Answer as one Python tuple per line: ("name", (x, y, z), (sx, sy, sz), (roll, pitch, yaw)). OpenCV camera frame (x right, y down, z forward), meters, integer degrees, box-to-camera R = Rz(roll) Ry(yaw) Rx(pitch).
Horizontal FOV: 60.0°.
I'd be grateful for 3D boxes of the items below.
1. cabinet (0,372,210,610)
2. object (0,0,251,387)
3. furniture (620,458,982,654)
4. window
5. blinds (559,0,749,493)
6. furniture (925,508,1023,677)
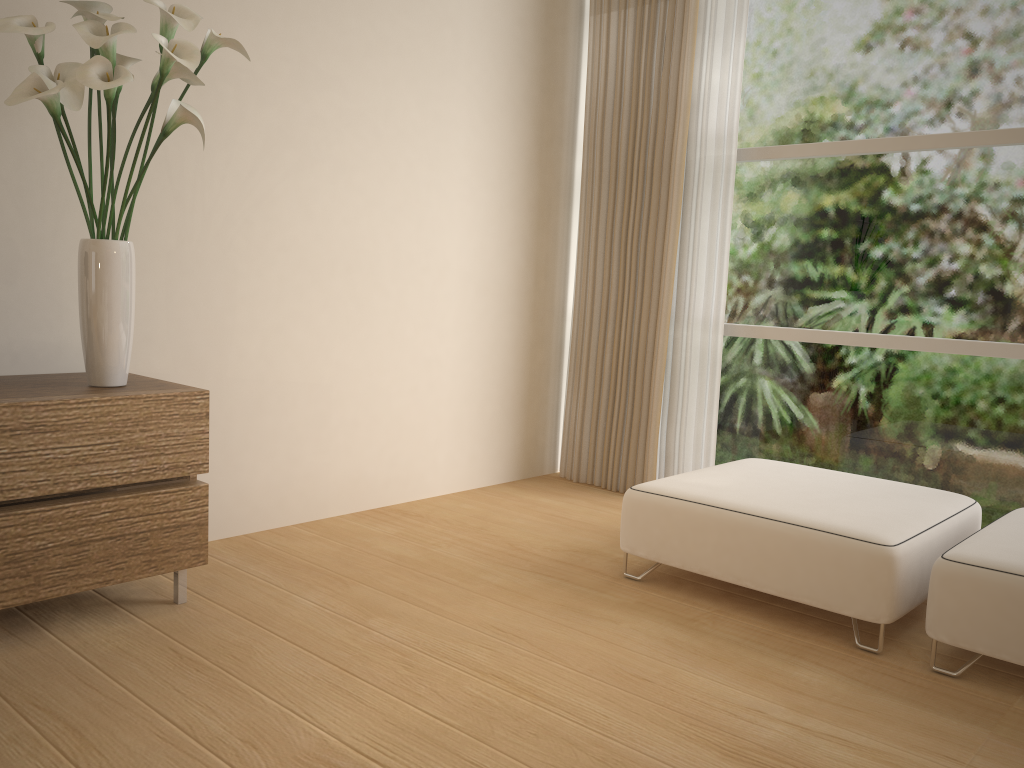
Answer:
("cabinet", (-2.368, 0.411, 1.475), (0.588, 0.662, 3.713), (8, 8, 41))
("object", (-1.063, -0.520, 2.453), (0.515, 1.085, 0.608), (3, 6, 0))
("furniture", (1.035, 0.538, 3.171), (0.965, 0.346, 0.964), (8, 8, 41))
("window", (2.248, -0.940, 3.280), (4.781, 3.371, 0.071), (8, 8, 41))
("blinds", (0.664, -1.123, 4.351), (0.950, 3.352, 0.211), (8, 8, 40))
("furniture", (1.804, 0.649, 2.486), (0.965, 0.346, 0.964), (8, 8, 41))
